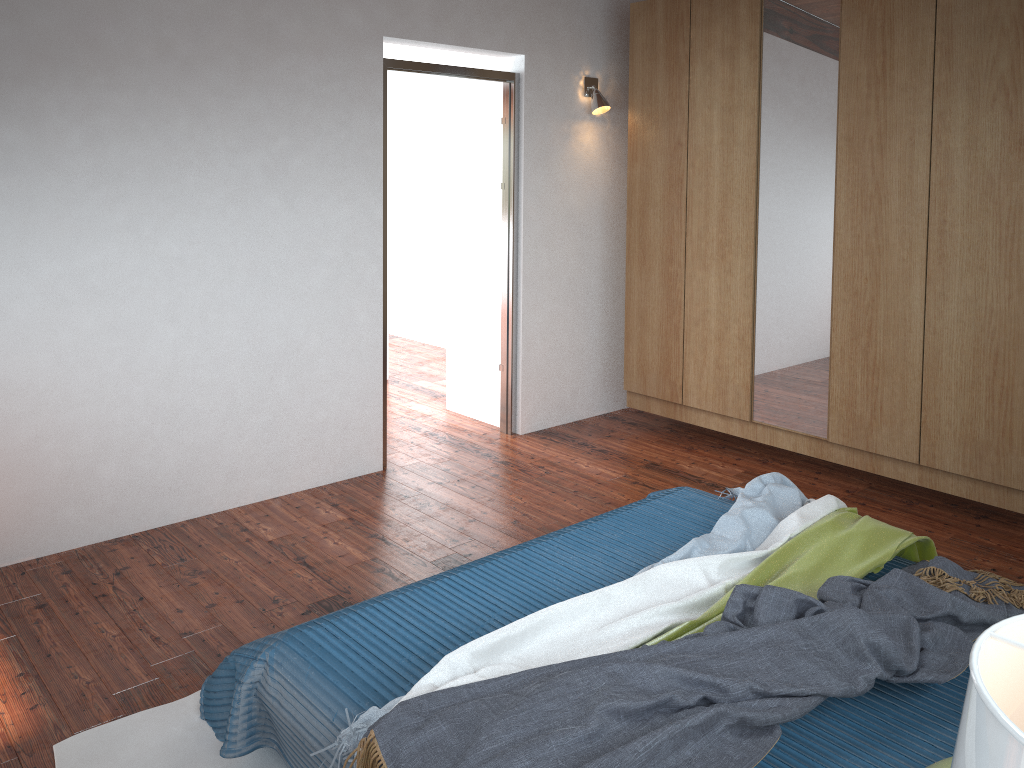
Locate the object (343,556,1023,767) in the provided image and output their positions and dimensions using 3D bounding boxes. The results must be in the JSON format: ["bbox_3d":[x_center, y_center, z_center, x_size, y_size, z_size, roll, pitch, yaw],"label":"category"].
[{"bbox_3d":[0.704,0.684,2.081,2.139,0.399,0.640,-8,13,-32],"label":"object"}]

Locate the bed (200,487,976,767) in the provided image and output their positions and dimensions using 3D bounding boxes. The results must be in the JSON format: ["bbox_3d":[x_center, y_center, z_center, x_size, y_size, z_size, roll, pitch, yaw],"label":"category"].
[{"bbox_3d":[0.698,0.654,2.104,2.159,0.755,2.614,-10,16,-39],"label":"bed"}]

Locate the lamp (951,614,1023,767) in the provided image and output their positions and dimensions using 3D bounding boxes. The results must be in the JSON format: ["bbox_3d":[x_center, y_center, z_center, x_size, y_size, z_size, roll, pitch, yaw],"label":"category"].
[{"bbox_3d":[0.534,0.543,0.683,0.409,0.580,0.410,6,9,40],"label":"lamp"}]

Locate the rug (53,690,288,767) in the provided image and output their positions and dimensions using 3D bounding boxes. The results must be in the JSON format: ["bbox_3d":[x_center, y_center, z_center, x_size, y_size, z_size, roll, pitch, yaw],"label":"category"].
[{"bbox_3d":[0.365,0.910,2.479,2.740,0.048,1.827,-11,18,-41],"label":"rug"}]

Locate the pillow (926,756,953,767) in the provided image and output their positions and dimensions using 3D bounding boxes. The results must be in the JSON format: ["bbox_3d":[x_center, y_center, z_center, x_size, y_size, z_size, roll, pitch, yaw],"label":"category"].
[{"bbox_3d":[1.095,0.688,1.763,1.393,0.215,0.315,-11,15,-41],"label":"pillow"}]

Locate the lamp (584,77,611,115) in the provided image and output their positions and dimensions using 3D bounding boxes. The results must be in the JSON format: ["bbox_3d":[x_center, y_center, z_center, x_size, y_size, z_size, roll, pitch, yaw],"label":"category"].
[{"bbox_3d":[0.524,-1.727,5.228,0.120,0.225,0.145,-4,8,-41],"label":"lamp"}]

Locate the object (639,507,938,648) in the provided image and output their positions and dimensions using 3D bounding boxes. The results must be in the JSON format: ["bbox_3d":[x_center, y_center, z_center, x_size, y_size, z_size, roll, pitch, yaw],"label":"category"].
[{"bbox_3d":[0.599,0.788,2.287,0.497,0.439,2.131,9,15,43],"label":"object"}]

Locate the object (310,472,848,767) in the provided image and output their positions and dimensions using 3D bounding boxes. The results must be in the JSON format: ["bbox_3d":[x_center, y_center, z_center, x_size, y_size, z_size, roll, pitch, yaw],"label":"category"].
[{"bbox_3d":[0.386,0.661,2.578,0.542,0.369,2.182,10,16,42],"label":"object"}]

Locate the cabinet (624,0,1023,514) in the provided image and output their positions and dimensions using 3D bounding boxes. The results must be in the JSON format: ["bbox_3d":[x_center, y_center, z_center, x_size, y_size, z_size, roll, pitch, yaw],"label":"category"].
[{"bbox_3d":[1.622,-0.884,4.543,0.586,2.370,2.229,-3,8,-41],"label":"cabinet"}]
